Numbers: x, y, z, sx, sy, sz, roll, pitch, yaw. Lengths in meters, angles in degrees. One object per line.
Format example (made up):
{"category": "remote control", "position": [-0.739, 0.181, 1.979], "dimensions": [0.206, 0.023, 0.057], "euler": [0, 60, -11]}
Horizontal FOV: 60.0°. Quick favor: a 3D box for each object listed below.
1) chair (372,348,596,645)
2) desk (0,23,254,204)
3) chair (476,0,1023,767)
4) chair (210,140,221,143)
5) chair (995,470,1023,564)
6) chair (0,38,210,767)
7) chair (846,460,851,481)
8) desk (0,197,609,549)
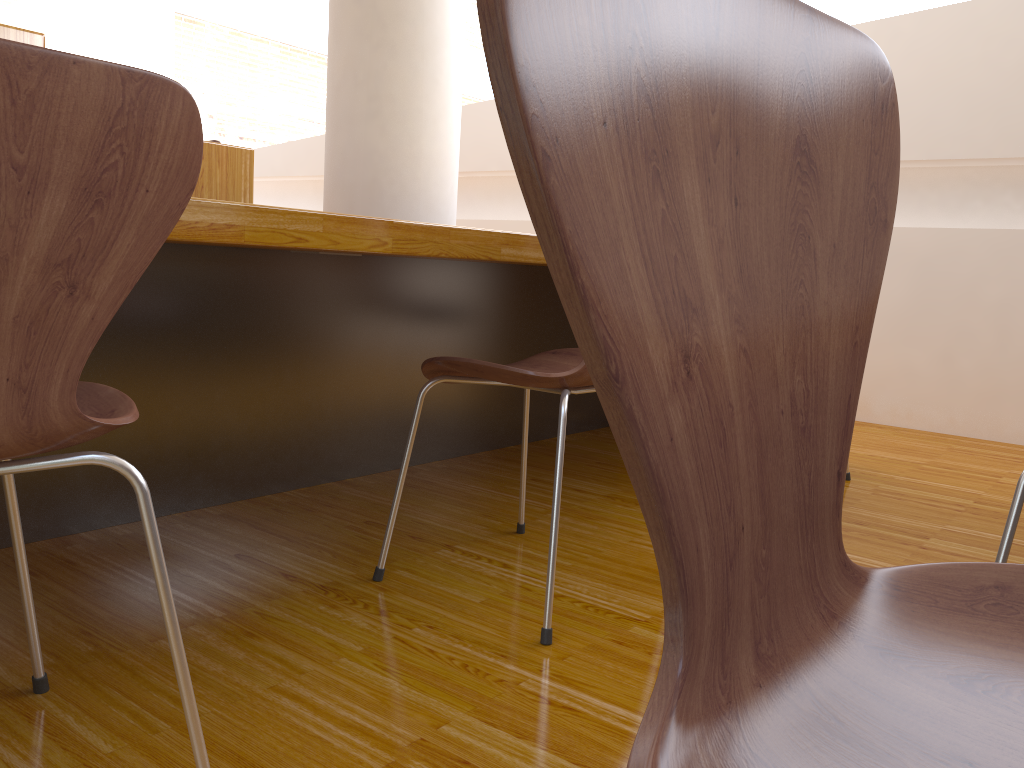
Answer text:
{"category": "chair", "position": [0.055, 0.005, 1.539], "dimensions": [0.381, 0.693, 0.428], "euler": [9, 9, 37]}
{"category": "desk", "position": [-2.276, -0.505, 2.654], "dimensions": [3.194, 0.762, 1.247], "euler": [9, 9, 37]}
{"category": "chair", "position": [0.223, 0.176, 0.328], "dimensions": [0.381, 0.693, 0.428], "euler": [9, 9, 37]}
{"category": "chair", "position": [-1.180, -0.435, 2.800], "dimensions": [0.428, 0.693, 0.381], "euler": [9, 9, 37]}
{"category": "chair", "position": [0.820, 0.109, 1.091], "dimensions": [0.381, 0.693, 0.428], "euler": [9, 9, 37]}
{"category": "chair", "position": [-0.542, 0.072, 0.776], "dimensions": [0.381, 0.693, 0.428], "euler": [9, 9, 37]}
{"category": "chair", "position": [0.713, -0.076, 2.442], "dimensions": [0.381, 0.693, 0.428], "euler": [9, 9, 37]}
{"category": "desk", "position": [-0.207, -0.009, 1.862], "dimensions": [0.760, 0.606, 3.356], "euler": [9, 9, 37]}
